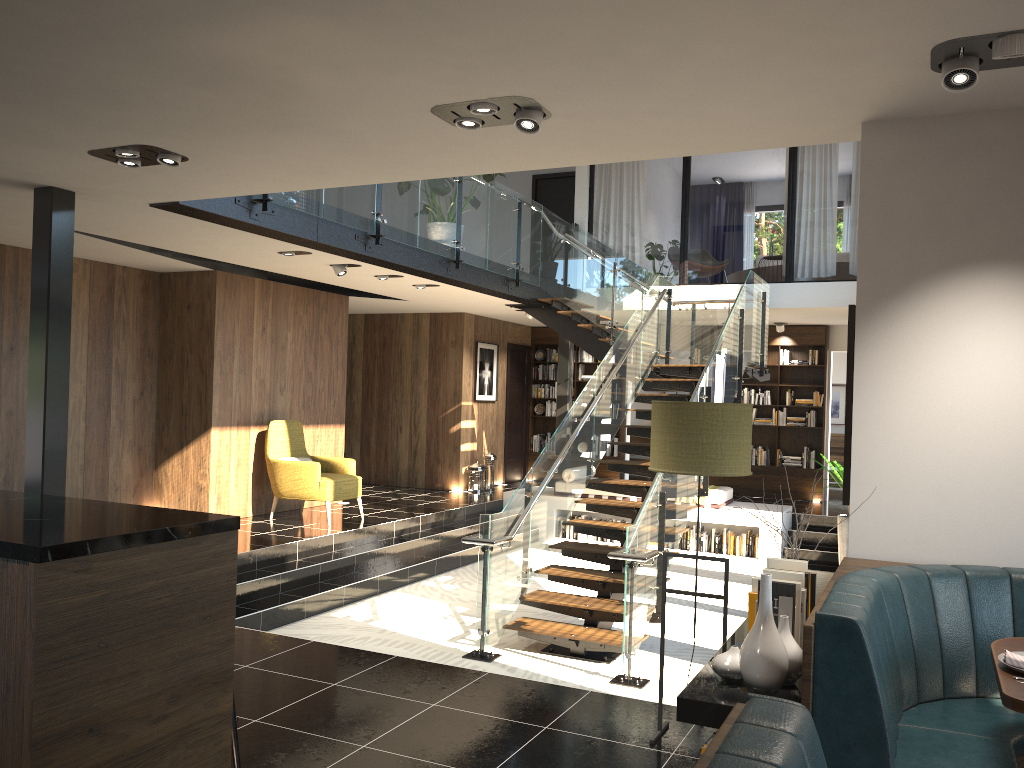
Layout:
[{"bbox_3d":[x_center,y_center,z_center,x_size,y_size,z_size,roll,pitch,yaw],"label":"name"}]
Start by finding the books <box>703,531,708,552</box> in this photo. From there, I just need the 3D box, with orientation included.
[{"bbox_3d":[2.509,2.041,11.492,0.019,0.256,0.186,2,0,25],"label":"books"}]

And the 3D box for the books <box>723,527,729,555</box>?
[{"bbox_3d":[2.748,2.008,11.379,0.028,0.334,0.205,2,0,25],"label":"books"}]

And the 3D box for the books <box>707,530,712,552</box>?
[{"bbox_3d":[2.581,2.025,11.491,0.066,0.294,0.142,2,0,25],"label":"books"}]

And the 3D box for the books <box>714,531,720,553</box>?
[{"bbox_3d":[2.648,2.045,11.458,0.030,0.256,0.160,2,0,25],"label":"books"}]

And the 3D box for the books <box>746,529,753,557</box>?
[{"bbox_3d":[3.013,2.017,11.270,0.042,0.328,0.205,2,0,25],"label":"books"}]

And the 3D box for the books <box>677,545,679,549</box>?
[{"bbox_3d":[2.209,2.020,11.670,0.030,0.284,0.176,2,0,25],"label":"books"}]

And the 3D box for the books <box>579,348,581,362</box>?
[{"bbox_3d":[1.211,-0.488,15.257,0.033,0.237,0.231,2,0,25],"label":"books"}]

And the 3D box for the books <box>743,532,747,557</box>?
[{"bbox_3d":[2.975,2.038,11.272,0.028,0.285,0.210,2,0,25],"label":"books"}]

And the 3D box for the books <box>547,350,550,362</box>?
[{"bbox_3d":[0.656,-0.492,15.484,0.024,0.216,0.210,2,0,25],"label":"books"}]

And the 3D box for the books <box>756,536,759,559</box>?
[{"bbox_3d":[3.119,2.052,11.186,0.037,0.264,0.272,2,0,25],"label":"books"}]

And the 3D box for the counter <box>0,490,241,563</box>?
[{"bbox_3d":[-2.622,0.390,3.252,3.573,0.041,0.698,1,-1,25],"label":"counter"}]

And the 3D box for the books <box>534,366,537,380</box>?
[{"bbox_3d":[0.424,-0.191,15.608,0.023,0.231,0.143,2,0,25],"label":"books"}]

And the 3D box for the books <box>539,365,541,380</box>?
[{"bbox_3d":[0.530,-0.200,15.551,0.035,0.255,0.183,2,0,25],"label":"books"}]

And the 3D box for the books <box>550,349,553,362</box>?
[{"bbox_3d":[0.708,-0.493,15.488,0.026,0.222,0.202,2,0,25],"label":"books"}]

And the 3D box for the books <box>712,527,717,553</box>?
[{"bbox_3d":[2.617,2.016,11.458,0.027,0.312,0.189,2,0,25],"label":"books"}]

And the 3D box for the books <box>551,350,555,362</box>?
[{"bbox_3d":[0.749,-0.489,15.476,0.059,0.216,0.159,2,0,25],"label":"books"}]

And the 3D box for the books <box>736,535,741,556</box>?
[{"bbox_3d":[2.891,2.055,11.297,0.024,0.246,0.212,2,0,25],"label":"books"}]

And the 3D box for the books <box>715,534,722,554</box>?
[{"bbox_3d":[2.663,2.058,11.417,0.032,0.229,0.228,2,0,25],"label":"books"}]

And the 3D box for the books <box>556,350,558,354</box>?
[{"bbox_3d":[0.809,-0.481,15.473,0.025,0.203,0.156,2,0,25],"label":"books"}]

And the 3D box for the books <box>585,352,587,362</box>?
[{"bbox_3d":[1.301,-0.475,15.216,0.019,0.216,0.214,2,0,25],"label":"books"}]

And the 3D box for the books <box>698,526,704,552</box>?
[{"bbox_3d":[2.461,2.009,11.533,0.033,0.318,0.152,2,0,25],"label":"books"}]

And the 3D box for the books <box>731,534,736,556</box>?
[{"bbox_3d":[2.827,2.052,11.326,0.025,0.249,0.208,2,0,25],"label":"books"}]

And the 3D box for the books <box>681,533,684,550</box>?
[{"bbox_3d":[2.254,2.029,11.629,0.029,0.268,0.146,2,0,25],"label":"books"}]

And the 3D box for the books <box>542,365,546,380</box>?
[{"bbox_3d":[0.578,-0.202,15.530,0.027,0.260,0.181,2,0,25],"label":"books"}]

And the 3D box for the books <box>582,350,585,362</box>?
[{"bbox_3d":[1.266,-0.507,15.176,0.011,0.276,0.288,2,0,25],"label":"books"}]

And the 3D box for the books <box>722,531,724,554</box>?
[{"bbox_3d":[2.737,2.033,11.420,0.026,0.284,0.177,2,0,25],"label":"books"}]

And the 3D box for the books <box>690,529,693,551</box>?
[{"bbox_3d":[2.356,2.031,11.576,0.027,0.270,0.188,2,0,25],"label":"books"}]

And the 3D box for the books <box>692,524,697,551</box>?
[{"bbox_3d":[2.391,2.004,11.582,0.029,0.326,0.153,2,0,25],"label":"books"}]

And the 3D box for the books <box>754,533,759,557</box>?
[{"bbox_3d":[3.099,2.040,11.237,0.043,0.287,0.147,2,0,26],"label":"books"}]

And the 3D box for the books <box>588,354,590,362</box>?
[{"bbox_3d":[1.354,-0.452,15.206,0.034,0.171,0.158,2,0,25],"label":"books"}]

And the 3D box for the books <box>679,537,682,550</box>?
[{"bbox_3d":[2.225,2.028,11.633,0.029,0.268,0.173,2,0,25],"label":"books"}]

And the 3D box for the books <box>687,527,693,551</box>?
[{"bbox_3d":[2.324,2.021,11.568,0.026,0.287,0.204,2,0,25],"label":"books"}]

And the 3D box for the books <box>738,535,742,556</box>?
[{"bbox_3d":[2.913,2.055,11.292,0.021,0.248,0.198,2,0,25],"label":"books"}]

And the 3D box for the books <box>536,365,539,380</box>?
[{"bbox_3d":[0.473,-0.201,15.607,0.066,0.255,0.127,2,0,25],"label":"books"}]

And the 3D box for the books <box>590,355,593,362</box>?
[{"bbox_3d":[1.383,-0.471,15.187,0.034,0.211,0.206,2,0,25],"label":"books"}]

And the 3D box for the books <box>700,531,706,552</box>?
[{"bbox_3d":[2.484,2.042,11.504,0.036,0.253,0.178,2,0,25],"label":"books"}]

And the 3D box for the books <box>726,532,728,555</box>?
[{"bbox_3d":[2.774,2.034,11.376,0.023,0.283,0.175,2,0,25],"label":"books"}]

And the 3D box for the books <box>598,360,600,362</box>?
[{"bbox_3d":[1.511,-0.486,15.141,0.064,0.247,0.209,2,0,25],"label":"books"}]

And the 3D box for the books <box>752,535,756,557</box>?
[{"bbox_3d":[3.068,2.055,11.245,0.019,0.255,0.180,2,0,25],"label":"books"}]

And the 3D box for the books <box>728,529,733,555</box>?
[{"bbox_3d":[2.796,2.025,11.369,0.021,0.302,0.167,2,0,25],"label":"books"}]

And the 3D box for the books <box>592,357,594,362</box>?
[{"bbox_3d":[1.424,-0.476,15.185,0.042,0.223,0.163,2,0,25],"label":"books"}]

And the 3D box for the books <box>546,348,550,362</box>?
[{"bbox_3d":[0.654,-0.500,15.526,0.017,0.234,0.200,2,0,25],"label":"books"}]

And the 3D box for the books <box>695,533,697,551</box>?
[{"bbox_3d":[2.418,2.055,11.577,0.026,0.226,0.132,2,0,25],"label":"books"}]

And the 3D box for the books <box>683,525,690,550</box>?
[{"bbox_3d":[2.285,2.012,11.618,0.035,0.305,0.151,2,0,25],"label":"books"}]

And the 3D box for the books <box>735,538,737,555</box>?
[{"bbox_3d":[2.883,2.071,11.336,0.022,0.216,0.137,2,0,25],"label":"books"}]

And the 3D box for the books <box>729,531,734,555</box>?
[{"bbox_3d":[2.815,2.034,11.358,0.025,0.285,0.164,2,0,25],"label":"books"}]

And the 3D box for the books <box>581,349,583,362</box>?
[{"bbox_3d":[1.233,-0.489,15.219,0.013,0.239,0.255,2,0,25],"label":"books"}]

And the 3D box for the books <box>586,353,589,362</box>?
[{"bbox_3d":[1.329,-0.470,15.222,0.027,0.207,0.203,2,0,25],"label":"books"}]

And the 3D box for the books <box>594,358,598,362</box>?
[{"bbox_3d":[1.458,-0.516,15.120,0.015,0.303,0.252,2,0,25],"label":"books"}]

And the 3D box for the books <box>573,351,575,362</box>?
[{"bbox_3d":[1.098,-0.474,15.284,0.023,0.202,0.201,2,0,25],"label":"books"}]

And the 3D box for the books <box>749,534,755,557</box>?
[{"bbox_3d":[3.040,2.046,11.245,0.030,0.273,0.185,2,0,25],"label":"books"}]

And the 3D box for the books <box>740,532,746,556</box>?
[{"bbox_3d":[2.953,2.038,11.303,0.039,0.284,0.200,2,0,25],"label":"books"}]

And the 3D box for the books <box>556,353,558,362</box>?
[{"bbox_3d":[0.824,-0.457,15.435,0.035,0.156,0.186,2,-1,25],"label":"books"}]
